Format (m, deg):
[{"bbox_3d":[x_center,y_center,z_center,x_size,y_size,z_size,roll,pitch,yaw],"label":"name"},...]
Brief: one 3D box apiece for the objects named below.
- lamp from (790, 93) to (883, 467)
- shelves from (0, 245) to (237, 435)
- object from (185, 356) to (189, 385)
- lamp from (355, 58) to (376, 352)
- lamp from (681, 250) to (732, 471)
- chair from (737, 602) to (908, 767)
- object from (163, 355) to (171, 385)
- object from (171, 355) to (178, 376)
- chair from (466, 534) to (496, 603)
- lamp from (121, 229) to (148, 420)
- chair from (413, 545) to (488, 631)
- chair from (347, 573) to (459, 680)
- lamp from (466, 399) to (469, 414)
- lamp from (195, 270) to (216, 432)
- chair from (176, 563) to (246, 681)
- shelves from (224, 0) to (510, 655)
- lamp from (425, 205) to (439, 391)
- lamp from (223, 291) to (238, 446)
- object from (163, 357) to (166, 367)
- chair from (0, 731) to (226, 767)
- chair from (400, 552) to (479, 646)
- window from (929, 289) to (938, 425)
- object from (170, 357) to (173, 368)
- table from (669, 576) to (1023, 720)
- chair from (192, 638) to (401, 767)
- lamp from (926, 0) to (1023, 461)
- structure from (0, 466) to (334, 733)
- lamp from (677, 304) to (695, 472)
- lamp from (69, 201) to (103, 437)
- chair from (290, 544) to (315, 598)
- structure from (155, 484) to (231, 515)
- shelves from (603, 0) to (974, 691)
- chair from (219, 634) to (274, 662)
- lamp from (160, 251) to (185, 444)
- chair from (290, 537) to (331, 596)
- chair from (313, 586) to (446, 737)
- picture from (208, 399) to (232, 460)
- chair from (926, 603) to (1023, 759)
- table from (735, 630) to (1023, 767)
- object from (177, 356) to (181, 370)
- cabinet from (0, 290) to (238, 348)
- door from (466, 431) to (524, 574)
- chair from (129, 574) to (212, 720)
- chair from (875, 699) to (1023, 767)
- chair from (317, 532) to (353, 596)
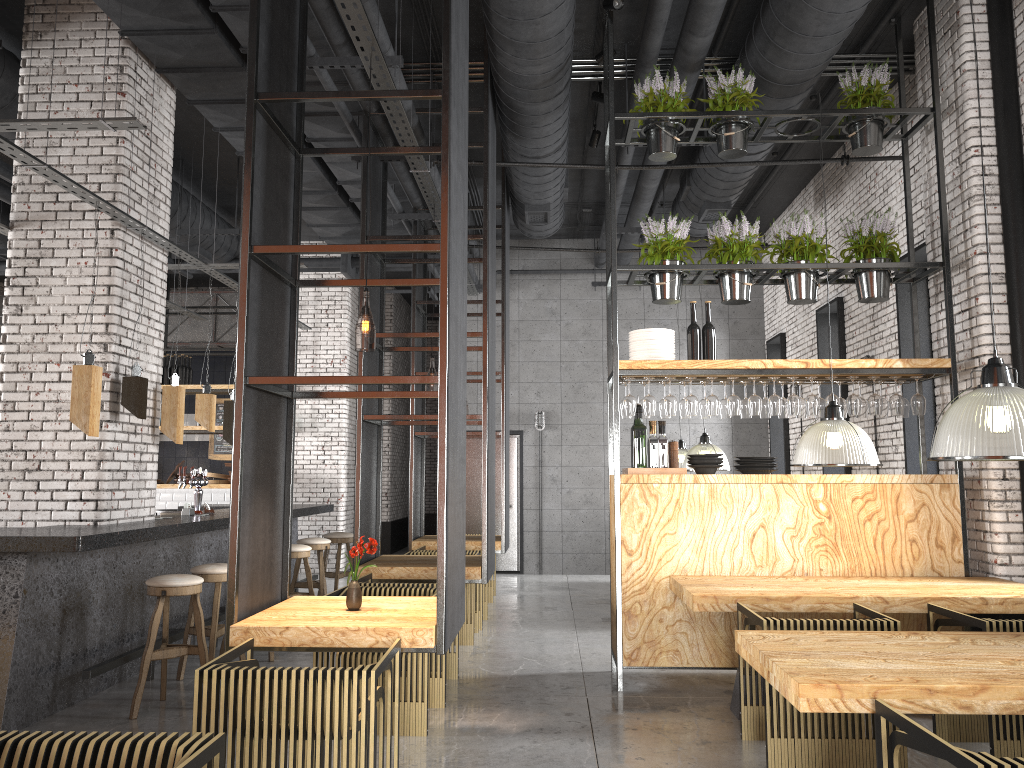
[{"bbox_3d":[1.990,-0.691,5.596,0.536,2.412,0.536,-6,-9,38],"label":"lamp"},{"bbox_3d":[-6.307,-0.780,13.425,5.677,3.074,0.596,0,-7,2],"label":"shelves"},{"bbox_3d":[-4.895,-0.183,13.302,0.098,0.459,0.098,3,-8,-20],"label":"object"},{"bbox_3d":[-0.749,-0.966,4.618,0.108,1.603,0.108,3,-8,-25],"label":"lamp"},{"bbox_3d":[2.052,-0.280,9.534,0.536,2.412,0.536,-6,-9,38],"label":"lamp"},{"bbox_3d":[1.548,1.533,4.527,0.657,0.732,0.637,0,-7,3],"label":"chair"},{"bbox_3d":[-5.121,-0.196,13.177,0.098,0.459,0.098,-3,-8,25],"label":"object"},{"bbox_3d":[-5.009,-0.197,13.172,0.098,0.459,0.098,3,-8,-20],"label":"object"},{"bbox_3d":[-0.525,2.141,10.343,0.657,0.732,0.637,0,-7,2],"label":"chair"},{"bbox_3d":[-2.667,-0.446,6.331,0.127,1.398,0.127,0,-7,2],"label":"lamp"},{"bbox_3d":[-0.583,1.955,8.562,0.657,0.732,0.637,0,-7,3],"label":"chair"},{"bbox_3d":[-0.725,1.687,5.999,0.657,0.732,0.637,-1,-7,4],"label":"chair"},{"bbox_3d":[-0.524,-0.428,9.755,0.108,1.603,0.108,-5,-9,34],"label":"lamp"},{"bbox_3d":[-2.611,-0.299,7.620,0.127,1.423,0.127,0,-7,2],"label":"lamp"},{"bbox_3d":[-2.081,1.654,6.119,0.480,0.808,0.438,1,-7,-9],"label":"chair"},{"bbox_3d":[-0.658,-0.663,7.187,1.003,4.377,6.133,0,-6,2],"label":"shelves"},{"bbox_3d":[-0.638,-0.700,7.162,0.108,1.603,0.108,6,-9,-40],"label":"lamp"},{"bbox_3d":[-2.583,-0.168,8.257,0.127,1.551,0.127,0,-7,2],"label":"lamp"},{"bbox_3d":[-5.222,-0.182,13.316,0.098,0.459,0.098,-3,-8,25],"label":"object"},{"bbox_3d":[-1.107,1.273,2.047,0.657,0.732,0.637,0,-7,2],"label":"chair"},{"bbox_3d":[-0.635,1.878,7.825,0.657,0.732,0.637,0,-7,2],"label":"chair"},{"bbox_3d":[3.680,0.212,7.468,0.365,2.705,0.747,0,-7,2],"label":"window"},{"bbox_3d":[-5.115,-0.182,13.311,0.098,0.459,0.098,-3,-8,25],"label":"object"},{"bbox_3d":[2.082,1.598,5.311,2.116,0.765,0.998,0,-6,2],"label":"table"},{"bbox_3d":[-0.807,1.419,3.439,0.657,0.732,0.637,0,-7,1],"label":"chair"},{"bbox_3d":[1.902,-0.901,3.588,0.536,2.412,0.536,-6,-9,38],"label":"lamp"},{"bbox_3d":[-4.423,1.501,7.854,4.310,1.537,5.862,0,-6,2],"label":"structure"},{"bbox_3d":[2.126,-0.101,11.245,0.536,2.412,0.536,-7,-10,44],"label":"lamp"},{"bbox_3d":[-2.696,-0.438,5.677,0.127,1.551,0.127,0,-7,2],"label":"lamp"},{"bbox_3d":[-1.929,1.844,7.937,0.439,0.808,0.479,1,-7,-9],"label":"chair"},{"bbox_3d":[-6.265,2.139,12.986,5.800,1.349,1.507,0,-6,2],"label":"structure"},{"bbox_3d":[1.879,-0.426,6.467,2.333,5.031,0.688,0,-7,2],"label":"shelves"},{"bbox_3d":[-2.007,1.747,7.002,0.480,0.808,0.438,5,-9,-38],"label":"chair"},{"bbox_3d":[-2.639,-0.303,6.967,0.127,1.551,0.127,0,-7,2],"label":"lamp"},{"bbox_3d":[-2.030,1.938,8.834,0.439,0.808,0.479,0,-7,1],"label":"chair"},{"bbox_3d":[-0.759,1.606,5.232,0.657,0.732,0.637,-1,-7,5],"label":"chair"},{"bbox_3d":[-5.089,0.837,16.345,0.980,1.145,0.020,0,-7,2],"label":"picture"},{"bbox_3d":[2.589,1.530,4.502,0.657,0.732,0.637,0,-7,1],"label":"chair"},{"bbox_3d":[1.991,1.379,3.216,2.116,0.765,0.998,0,-6,2],"label":"table"},{"bbox_3d":[-5.003,-0.183,13.306,0.098,0.459,0.098,3,-8,-20],"label":"object"},{"bbox_3d":[-6.126,-0.706,15.708,5.863,1.773,0.680,0,-7,2],"label":"cabinet"},{"bbox_3d":[-0.382,1.746,13.184,1.120,2.108,0.158,0,-7,2],"label":"door"},{"bbox_3d":[-2.102,1.591,5.516,0.480,0.808,0.438,3,-7,-24],"label":"chair"},{"bbox_3d":[1.445,1.309,2.391,0.657,0.732,0.637,0,-7,1],"label":"chair"},{"bbox_3d":[-1.855,2.030,9.713,0.438,0.808,0.479,4,-8,-28],"label":"chair"}]
